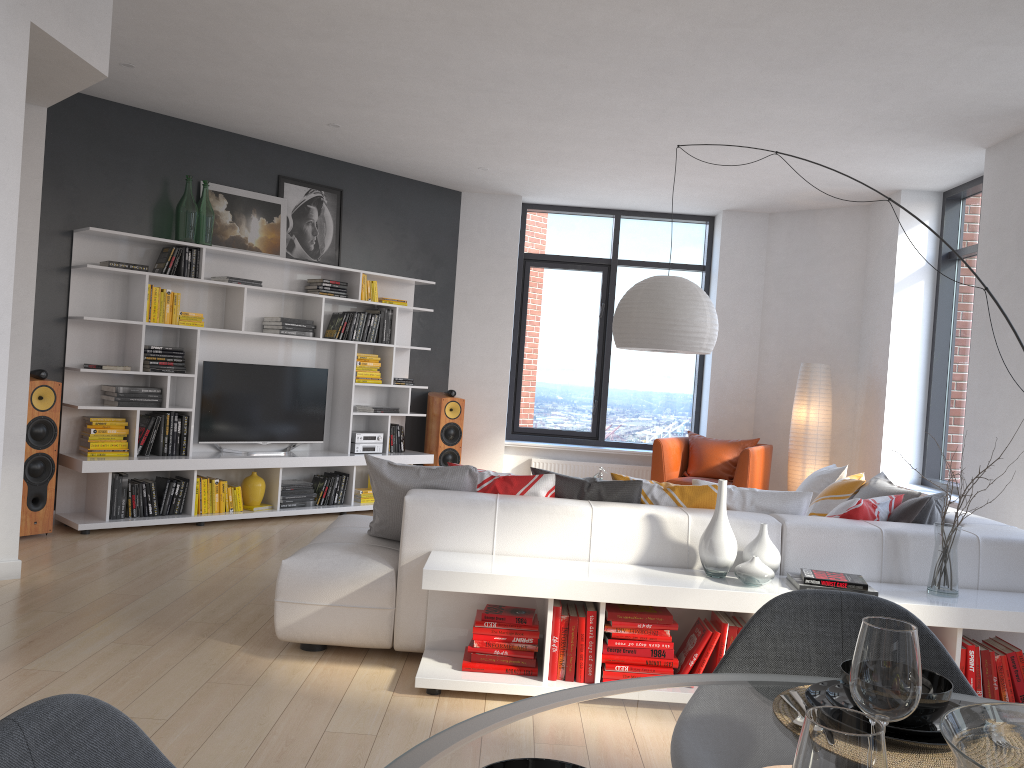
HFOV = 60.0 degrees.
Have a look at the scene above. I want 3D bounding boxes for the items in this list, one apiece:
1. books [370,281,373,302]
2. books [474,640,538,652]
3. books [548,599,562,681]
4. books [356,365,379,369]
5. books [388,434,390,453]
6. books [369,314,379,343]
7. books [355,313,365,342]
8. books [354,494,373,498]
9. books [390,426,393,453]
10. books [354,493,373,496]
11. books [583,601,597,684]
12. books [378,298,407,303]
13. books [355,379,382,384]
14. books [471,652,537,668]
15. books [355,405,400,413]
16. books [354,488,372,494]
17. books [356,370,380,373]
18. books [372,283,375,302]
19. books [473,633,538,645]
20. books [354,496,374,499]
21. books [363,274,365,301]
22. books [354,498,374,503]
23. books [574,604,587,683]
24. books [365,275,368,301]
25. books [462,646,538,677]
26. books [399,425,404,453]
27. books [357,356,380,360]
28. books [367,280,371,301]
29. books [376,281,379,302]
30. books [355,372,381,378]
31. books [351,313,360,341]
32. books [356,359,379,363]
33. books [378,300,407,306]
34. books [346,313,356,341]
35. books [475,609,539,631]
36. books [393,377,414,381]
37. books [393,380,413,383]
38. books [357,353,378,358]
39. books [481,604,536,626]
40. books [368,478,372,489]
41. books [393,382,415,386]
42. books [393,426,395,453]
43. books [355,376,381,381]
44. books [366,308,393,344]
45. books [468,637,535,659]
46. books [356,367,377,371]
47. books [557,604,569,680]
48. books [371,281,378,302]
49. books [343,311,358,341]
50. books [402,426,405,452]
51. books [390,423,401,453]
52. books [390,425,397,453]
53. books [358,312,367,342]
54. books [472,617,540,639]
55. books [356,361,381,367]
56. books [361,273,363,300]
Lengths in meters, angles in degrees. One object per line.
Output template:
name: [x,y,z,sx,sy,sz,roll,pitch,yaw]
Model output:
books: [-1.246,-0.797,7.628,0.044,0.178,0.128,3,1,-45]
books: [-0.024,1.047,3.632,0.257,0.025,0.182,4,1,0]
books: [0.168,1.020,3.585,0.036,0.294,0.208,4,1,0]
books: [-1.305,-0.151,7.741,0.239,0.019,0.171,3,1,-45]
books: [-1.151,0.469,7.885,0.202,0.268,0.053,5,1,45]
books: [-1.256,-0.482,7.706,0.084,0.249,0.191,3,1,-45]
books: [-1.359,-0.488,7.608,0.084,0.249,0.191,3,1,-45]
books: [-1.263,0.965,7.671,0.169,0.018,0.113,3,1,-43]
books: [-1.127,0.486,7.905,0.053,0.240,0.189,3,1,-44]
books: [-1.268,0.948,7.685,0.187,0.014,0.134,3,1,-45]
books: [0.309,1.030,3.583,0.049,0.291,0.214,4,1,0]
books: [-1.094,-0.738,7.857,0.257,0.024,0.203,3,1,-42]
books: [-1.296,-0.025,7.726,0.257,0.028,0.194,4,1,-40]
books: [-0.029,1.102,3.634,0.259,0.034,0.206,4,1,3]
books: [-1.192,0.223,7.853,0.250,0.047,0.310,5,1,41]
books: [-1.278,0.927,7.692,0.186,0.026,0.138,3,1,-45]
books: [-1.312,-0.114,7.741,0.251,0.014,0.189,3,1,-42]
books: [-1.226,-0.786,7.633,0.108,0.161,0.046,5,1,44]
books: [-0.026,1.021,3.648,0.261,0.028,0.191,4,1,0]
books: [-1.274,0.977,7.688,0.196,0.011,0.148,3,1,-45]
books: [-1.317,-0.824,7.585,0.163,0.224,0.041,5,1,43]
books: [-1.273,1.000,7.685,0.190,0.033,0.147,3,1,-45]
books: [0.274,1.043,3.578,0.042,0.259,0.195,4,1,0]
books: [-1.301,-0.823,7.612,0.164,0.224,0.054,5,1,44]
books: [-0.047,1.134,3.627,0.301,0.032,0.227,4,1,0]
books: [-1.045,0.488,7.972,0.066,0.242,0.177,3,1,-45]
books: [-1.289,-0.227,7.746,0.223,0.023,0.163,3,1,-41]
books: [-1.266,-0.798,7.619,0.054,0.180,0.132,3,1,-45]
books: [-1.208,-0.798,7.682,0.044,0.184,0.142,3,1,-44]
books: [-1.302,-0.085,7.733,0.243,0.042,0.189,3,1,-45]
books: [-1.383,-0.485,7.578,0.179,0.243,0.068,5,1,44]
books: [-1.299,-0.204,7.743,0.227,0.022,0.160,4,1,-29]
books: [-1.087,-0.712,7.854,0.257,0.028,0.194,4,1,-40]
books: [-1.404,-0.485,7.529,0.069,0.242,0.172,3,1,-44]
books: [-0.021,0.968,3.635,0.254,0.025,0.178,4,1,0]
books: [-1.016,-0.044,7.966,0.213,0.023,0.161,3,1,-41]
books: [-1.008,-0.024,7.954,0.142,0.015,0.198,5,1,44]
books: [-1.310,-0.252,7.755,0.223,0.023,0.163,3,1,-41]
books: [-0.012,0.943,3.625,0.206,0.029,0.152,4,1,6]
books: [-1.186,0.893,7.774,0.044,0.255,0.198,3,1,-45]
books: [-1.007,-0.005,7.953,0.213,0.023,0.161,3,1,-41]
books: [-1.105,0.488,7.918,0.049,0.236,0.170,3,1,-44]
books: [-1.302,-0.051,7.730,0.257,0.024,0.203,3,1,-42]
books: [-1.181,-0.508,7.819,0.128,0.321,0.259,3,1,-45]
books: [-0.036,1.072,3.626,0.266,0.026,0.187,4,1,6]
books: [-1.303,-0.131,7.720,0.217,0.023,0.145,3,1,-41]
books: [0.202,1.040,3.588,0.031,0.255,0.181,4,1,0]
books: [-1.218,-0.798,7.660,0.064,0.184,0.141,3,1,-44]
books: [-1.406,-0.493,7.564,0.192,0.254,0.075,5,1,44]
books: [-1.044,0.492,8.018,0.077,0.233,0.179,3,1,-45]
books: [-1.071,0.481,7.956,0.193,0.255,0.066,5,1,45]
books: [-1.084,0.486,7.928,0.169,0.242,0.050,5,1,45]
books: [-1.336,-0.492,7.632,0.066,0.260,0.197,3,1,-45]
books: [-0.022,0.994,3.631,0.269,0.028,0.179,4,1,2]
books: [-1.295,-0.176,7.746,0.239,0.033,0.176,3,1,-42]
books: [-1.320,-0.826,7.555,0.161,0.229,0.041,5,1,44]
